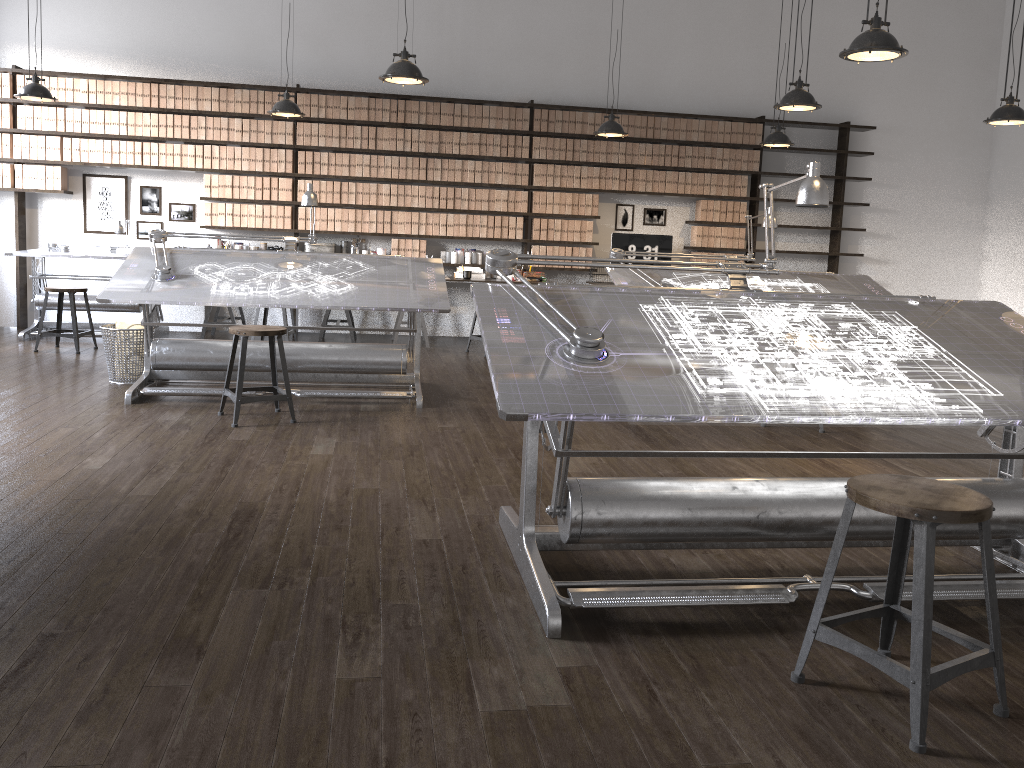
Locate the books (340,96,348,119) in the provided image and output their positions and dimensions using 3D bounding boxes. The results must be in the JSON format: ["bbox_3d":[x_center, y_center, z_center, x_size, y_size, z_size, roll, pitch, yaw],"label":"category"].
[{"bbox_3d":[-1.660,-2.722,8.769,0.067,0.224,0.176,1,8,-9],"label":"books"}]

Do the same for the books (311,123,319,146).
[{"bbox_3d":[-1.944,-2.453,8.757,0.067,0.224,0.176,1,8,-9],"label":"books"}]

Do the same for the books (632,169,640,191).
[{"bbox_3d":[1.283,-2.132,9.295,0.066,0.224,0.176,1,8,-9],"label":"books"}]

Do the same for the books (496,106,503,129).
[{"bbox_3d":[-0.142,-2.696,9.008,0.066,0.224,0.176,1,8,-9],"label":"books"}]

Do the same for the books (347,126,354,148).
[{"bbox_3d":[-1.608,-2.448,8.814,0.066,0.224,0.175,1,8,-9],"label":"books"}]

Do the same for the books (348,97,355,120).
[{"bbox_3d":[-1.589,-2.721,8.781,0.066,0.224,0.176,1,8,-9],"label":"books"}]

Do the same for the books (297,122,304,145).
[{"bbox_3d":[-2.083,-2.457,8.741,0.066,0.224,0.175,1,8,-9],"label":"books"}]

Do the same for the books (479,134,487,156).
[{"bbox_3d":[-0.303,-2.425,9.016,0.066,0.224,0.176,1,8,-9],"label":"books"}]

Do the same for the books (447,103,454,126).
[{"bbox_3d":[-0.625,-2.704,8.928,0.067,0.224,0.176,1,8,-9],"label":"books"}]

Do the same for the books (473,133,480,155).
[{"bbox_3d":[-0.369,-2.425,9.000,0.067,0.224,0.176,1,8,-9],"label":"books"}]

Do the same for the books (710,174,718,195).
[{"bbox_3d":[2.116,-2.116,9.421,0.066,0.224,0.176,1,8,-9],"label":"books"}]

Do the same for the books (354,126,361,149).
[{"bbox_3d":[-1.537,-2.446,8.821,0.066,0.224,0.175,1,8,-9],"label":"books"}]

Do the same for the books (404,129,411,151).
[{"bbox_3d":[-1.050,-2.438,8.898,0.066,0.224,0.175,1,8,-9],"label":"books"}]

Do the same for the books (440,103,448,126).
[{"bbox_3d":[-0.688,-2.706,8.922,0.066,0.224,0.176,1,8,-9],"label":"books"}]

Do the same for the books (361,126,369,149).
[{"bbox_3d":[-1.468,-2.446,8.836,0.066,0.224,0.176,1,8,-9],"label":"books"}]

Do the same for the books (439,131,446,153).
[{"bbox_3d":[-0.708,-2.433,8.955,0.066,0.224,0.175,1,8,-9],"label":"books"}]

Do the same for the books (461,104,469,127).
[{"bbox_3d":[-0.483,-2.702,8.953,0.066,0.224,0.175,1,8,-9],"label":"books"}]

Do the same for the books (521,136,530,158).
[{"bbox_3d":[0.129,-2.417,9.082,0.066,0.224,0.176,1,8,-9],"label":"books"}]

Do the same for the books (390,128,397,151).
[{"bbox_3d":[-1.192,-2.440,8.872,0.067,0.224,0.176,1,8,-9],"label":"books"}]

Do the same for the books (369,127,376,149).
[{"bbox_3d":[-1.393,-2.444,8.842,0.067,0.224,0.176,1,8,-9],"label":"books"}]

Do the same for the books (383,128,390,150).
[{"bbox_3d":[-1.255,-2.442,8.867,0.066,0.224,0.176,1,8,-9],"label":"books"}]

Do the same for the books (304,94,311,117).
[{"bbox_3d":[-2.010,-2.728,8.713,0.067,0.224,0.176,1,8,-9],"label":"books"}]

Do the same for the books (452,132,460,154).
[{"bbox_3d":[-0.569,-2.429,8.970,0.067,0.224,0.176,1,8,-9],"label":"books"}]

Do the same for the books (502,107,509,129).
[{"bbox_3d":[-0.075,-2.694,9.013,0.067,0.224,0.176,1,8,-9],"label":"books"}]

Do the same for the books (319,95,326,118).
[{"bbox_3d":[-1.868,-2.726,8.738,0.066,0.224,0.175,1,8,-9],"label":"books"}]

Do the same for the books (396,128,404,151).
[{"bbox_3d":[-1.121,-2.439,8.883,0.066,0.224,0.176,1,8,-9],"label":"books"}]

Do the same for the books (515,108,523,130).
[{"bbox_3d":[0.060,-2.693,9.040,0.066,0.224,0.175,1,8,-9],"label":"books"}]

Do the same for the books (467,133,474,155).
[{"bbox_3d":[-0.436,-2.427,8.995,0.066,0.224,0.176,1,8,-9],"label":"books"}]

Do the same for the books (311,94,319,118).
[{"bbox_3d":[-1.939,-2.727,8.724,0.066,0.224,0.176,1,8,-9],"label":"books"}]

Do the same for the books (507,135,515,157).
[{"bbox_3d":[-0.018,-2.419,9.056,0.067,0.224,0.176,1,8,-9],"label":"books"}]

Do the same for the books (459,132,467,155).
[{"bbox_3d":[-0.498,-2.428,8.983,0.066,0.224,0.176,1,8,-9],"label":"books"}]

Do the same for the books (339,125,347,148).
[{"bbox_3d":[-1.678,-2.450,8.803,0.066,0.224,0.176,1,8,-9],"label":"books"}]

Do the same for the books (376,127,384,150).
[{"bbox_3d":[-1.320,-2.443,8.859,0.066,0.224,0.176,1,8,-9],"label":"books"}]

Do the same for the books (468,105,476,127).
[{"bbox_3d":[-0.414,-2.701,8.968,0.066,0.224,0.175,1,8,-9],"label":"books"}]

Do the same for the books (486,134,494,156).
[{"bbox_3d":[-0.233,-2.424,9.027,0.066,0.224,0.175,1,8,-9],"label":"books"}]

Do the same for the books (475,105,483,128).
[{"bbox_3d":[-0.345,-2.700,8.976,0.066,0.224,0.176,1,8,-9],"label":"books"}]

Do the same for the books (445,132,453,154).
[{"bbox_3d":[-0.639,-2.431,8.964,0.066,0.224,0.176,1,8,-9],"label":"books"}]

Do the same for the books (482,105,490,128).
[{"bbox_3d":[-0.275,-2.698,8.983,0.067,0.224,0.176,1,8,-9],"label":"books"}]

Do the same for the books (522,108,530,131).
[{"bbox_3d":[0.131,-2.691,9.047,0.066,0.224,0.175,1,8,-9],"label":"books"}]

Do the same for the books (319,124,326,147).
[{"bbox_3d":[-1.872,-2.452,8.770,0.066,0.224,0.176,1,8,-9],"label":"books"}]

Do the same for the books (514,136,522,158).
[{"bbox_3d":[0.054,-2.419,9.072,0.066,0.224,0.176,1,8,-9],"label":"books"}]

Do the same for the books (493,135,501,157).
[{"bbox_3d":[-0.163,-2.422,9.034,0.066,0.224,0.175,1,8,-9],"label":"books"}]

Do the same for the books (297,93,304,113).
[{"bbox_3d":[-2.073,-2.730,8.707,0.066,0.224,0.176,1,8,-9],"label":"books"}]

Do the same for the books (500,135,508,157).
[{"bbox_3d":[-0.093,-2.422,9.050,0.066,0.224,0.176,1,8,-9],"label":"books"}]

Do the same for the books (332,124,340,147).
[{"bbox_3d":[-1.744,-2.450,8.787,0.067,0.224,0.176,1,8,-9],"label":"books"}]

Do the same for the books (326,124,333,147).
[{"bbox_3d":[-1.810,-2.452,8.781,0.066,0.224,0.176,1,8,-9],"label":"books"}]

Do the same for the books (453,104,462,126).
[{"bbox_3d":[-0.554,-2.702,8.939,0.066,0.224,0.176,1,8,-9],"label":"books"}]

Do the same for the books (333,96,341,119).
[{"bbox_3d":[-1.730,-2.724,8.762,0.066,0.224,0.176,1,8,-9],"label":"books"}]

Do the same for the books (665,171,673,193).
[{"bbox_3d":[1.631,-2.125,9.346,0.066,0.224,0.176,1,8,-9],"label":"books"}]

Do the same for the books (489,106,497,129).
[{"bbox_3d":[-0.204,-2.697,8.996,0.066,0.224,0.176,1,8,-9],"label":"books"}]

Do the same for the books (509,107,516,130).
[{"bbox_3d":[-0.010,-2.694,9.029,0.066,0.224,0.176,1,8,-9],"label":"books"}]

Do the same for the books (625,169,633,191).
[{"bbox_3d":[1.210,-2.132,9.278,0.067,0.224,0.176,1,8,-9],"label":"books"}]

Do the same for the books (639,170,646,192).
[{"bbox_3d":[1.349,-2.129,9.298,0.066,0.224,0.176,1,8,-9],"label":"books"}]

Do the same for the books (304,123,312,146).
[{"bbox_3d":[-2.014,-2.455,8.750,0.066,0.224,0.176,1,8,-9],"label":"books"}]

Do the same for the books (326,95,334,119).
[{"bbox_3d":[-1.799,-2.726,8.753,0.066,0.224,0.175,1,8,-9],"label":"books"}]
